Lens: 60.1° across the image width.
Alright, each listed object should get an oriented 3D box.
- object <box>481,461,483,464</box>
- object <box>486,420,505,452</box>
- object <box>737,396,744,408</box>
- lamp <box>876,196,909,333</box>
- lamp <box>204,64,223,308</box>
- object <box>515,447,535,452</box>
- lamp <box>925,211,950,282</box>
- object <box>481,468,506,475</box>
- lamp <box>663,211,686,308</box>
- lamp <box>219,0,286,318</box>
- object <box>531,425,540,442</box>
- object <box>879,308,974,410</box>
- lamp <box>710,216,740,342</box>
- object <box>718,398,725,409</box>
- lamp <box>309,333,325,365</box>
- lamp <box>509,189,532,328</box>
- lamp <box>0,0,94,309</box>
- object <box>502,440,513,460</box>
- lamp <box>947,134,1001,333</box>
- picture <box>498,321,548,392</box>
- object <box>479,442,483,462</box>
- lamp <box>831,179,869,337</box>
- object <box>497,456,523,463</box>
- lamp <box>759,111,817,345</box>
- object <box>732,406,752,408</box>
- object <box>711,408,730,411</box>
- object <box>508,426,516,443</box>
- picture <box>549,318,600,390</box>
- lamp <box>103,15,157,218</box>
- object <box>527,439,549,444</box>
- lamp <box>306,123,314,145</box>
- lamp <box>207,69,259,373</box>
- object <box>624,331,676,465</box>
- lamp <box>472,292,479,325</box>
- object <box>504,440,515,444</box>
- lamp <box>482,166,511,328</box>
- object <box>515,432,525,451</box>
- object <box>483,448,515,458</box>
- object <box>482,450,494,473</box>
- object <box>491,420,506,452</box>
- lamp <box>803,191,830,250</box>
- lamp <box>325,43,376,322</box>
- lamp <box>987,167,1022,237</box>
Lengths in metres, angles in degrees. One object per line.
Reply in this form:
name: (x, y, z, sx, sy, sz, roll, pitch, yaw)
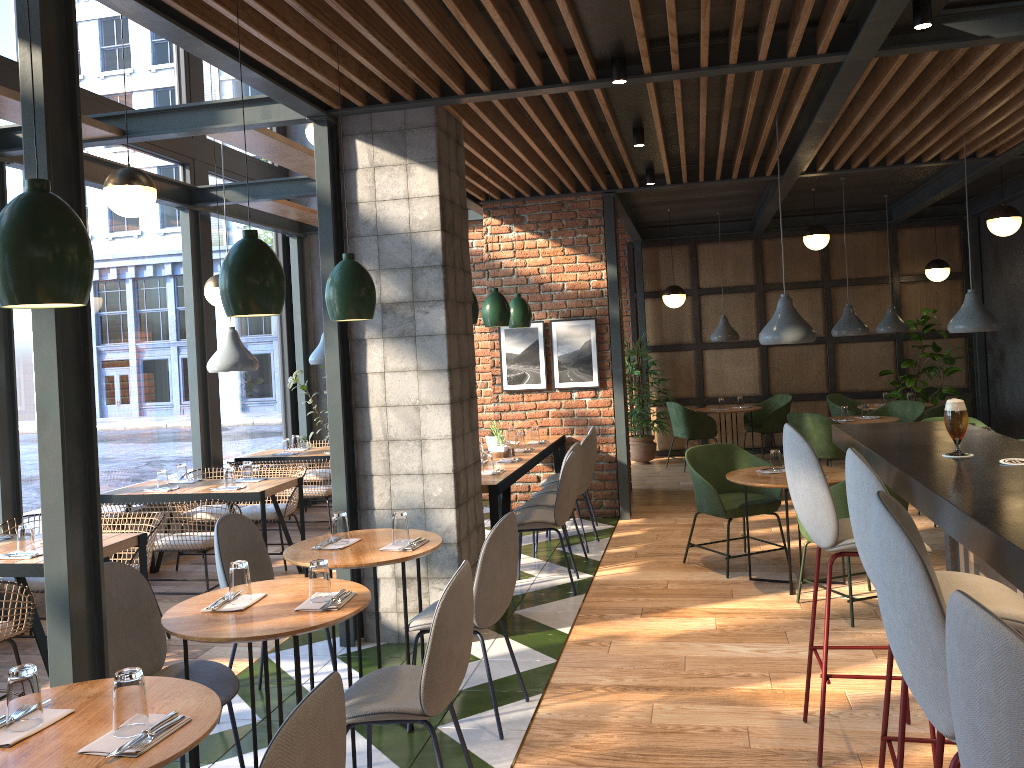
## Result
object: (-0.260, 0.559, 6.477, 0.157, 0.019, 0.243, -2, 3, 12)
object: (-0.130, 0.408, 6.795, 0.146, 0.276, 0.146, -3, 0, -7)
object: (2.810, 0.218, 10.917, 0.080, 0.138, 0.080, -3, 0, -9)
lamp: (4.243, -2.832, 10.154, 0.353, 4.491, 0.352, -3, 0, -43)
lamp: (-2.413, -2.505, 7.093, 0.268, 3.795, 0.268, -3, 0, -20)
object: (0.085, 0.519, 6.986, 0.157, 0.019, 0.243, -2, 3, 12)
lamp: (4.937, -3.102, 10.479, 0.268, 3.795, 0.268, -3, 0, -35)
object: (-0.138, 0.580, 5.854, 0.157, 0.019, 0.243, -2, 3, 12)
lamp: (1.809, -2.784, 10.398, 0.268, 3.795, 0.268, -3, 0, -35)
lamp: (-0.949, -1.246, 3.085, 0.223, 2.022, 0.224, -3, 0, 15)
object: (0.195, 0.423, 7.545, 0.080, 0.138, 0.080, -3, 0, -15)
object: (5.000, -0.021, 10.679, 1.056, 1.795, 0.722, -3, 0, 22)
lamp: (2.498, -2.772, 10.887, 0.353, 4.491, 0.352, -3, 0, -43)
object: (2.550, 0.237, 10.794, 0.080, 0.138, 0.080, -3, 0, -9)
lamp: (-1.857, -2.435, 8.391, 0.353, 4.491, 0.352, -3, 0, -43)
lamp: (0.014, -1.496, 7.682, 0.223, 2.022, 0.224, -3, 0, 15)
lamp: (-1.157, -1.193, 2.094, 0.223, 2.022, 0.224, -3, 0, 15)
object: (-0.038, 0.482, 6.452, 0.080, 0.138, 0.080, -3, 0, -25)
lamp: (3.303, -2.627, 6.569, 0.353, 4.491, 0.352, -3, 0, -43)
picture: (0.098, -0.253, 8.126, 0.430, 0.631, 0.015, -3, 0, 12)
object: (-0.245, 0.493, 6.452, 0.080, 0.138, 0.080, -3, 1, 35)
lamp: (3.246, -2.722, 8.817, 0.353, 4.491, 0.352, -3, 0, -43)
object: (-0.016, 0.549, 6.426, 0.157, 0.019, 0.243, -2, 3, 12)
lamp: (1.641, -2.501, 5.663, 0.353, 4.491, 0.352, -3, 0, -43)
object: (2.843, 0.283, 10.907, 0.157, 0.019, 0.242, -4, 3, -22)
object: (2.527, 0.305, 10.796, 0.157, 0.019, 0.242, -4, 3, -22)
object: (-0.001, 0.431, 7.589, 0.080, 0.138, 0.080, -3, 0, 34)
picture: (0.568, -0.274, 8.028, 0.430, 0.631, 0.015, -3, 0, 12)
lamp: (-2.152, -2.791, 4.788, 0.268, 3.795, 0.268, -3, 0, -35)
object: (0.217, 0.489, 7.519, 0.157, 0.019, 0.243, -2, 3, 12)
lamp: (-1.806, -4.020, 7.952, 0.268, 3.795, 0.268, -3, 0, 33)
lamp: (-2.088, -2.332, 6.274, 0.353, 4.491, 0.352, -3, 0, -26)
object: (1.625, 0.163, 11.362, 0.979, 1.723, 0.913, -3, 0, -23)
lamp: (-0.376, -1.395, 5.818, 0.223, 2.022, 0.224, -3, 0, 15)
object: (-0.016, 0.497, 7.614, 0.157, 0.019, 0.243, -3, 2, 11)
lamp: (-0.168, -1.448, 6.809, 0.223, 2.022, 0.224, -3, 0, 15)
object: (0.063, 0.453, 7.012, 0.080, 0.138, 0.080, -3, 0, -15)
object: (-0.105, 0.526, 6.744, 0.251, 0.046, 0.253, -4, 2, -14)
object: (-0.160, 0.514, 5.880, 0.080, 0.138, 0.080, -3, 1, 35)
object: (-0.090, 0.409, 6.675, 0.115, 0.282, 0.128, -3, 0, 8)
lamp: (3.147, -3.319, 9.439, 0.268, 3.795, 0.268, -3, 0, -9)
lamp: (-0.766, -1.294, 3.958, 0.223, 2.022, 0.224, -3, 0, 15)
lamp: (4.205, -3.183, 7.745, 0.268, 3.795, 0.268, -3, 0, -16)
